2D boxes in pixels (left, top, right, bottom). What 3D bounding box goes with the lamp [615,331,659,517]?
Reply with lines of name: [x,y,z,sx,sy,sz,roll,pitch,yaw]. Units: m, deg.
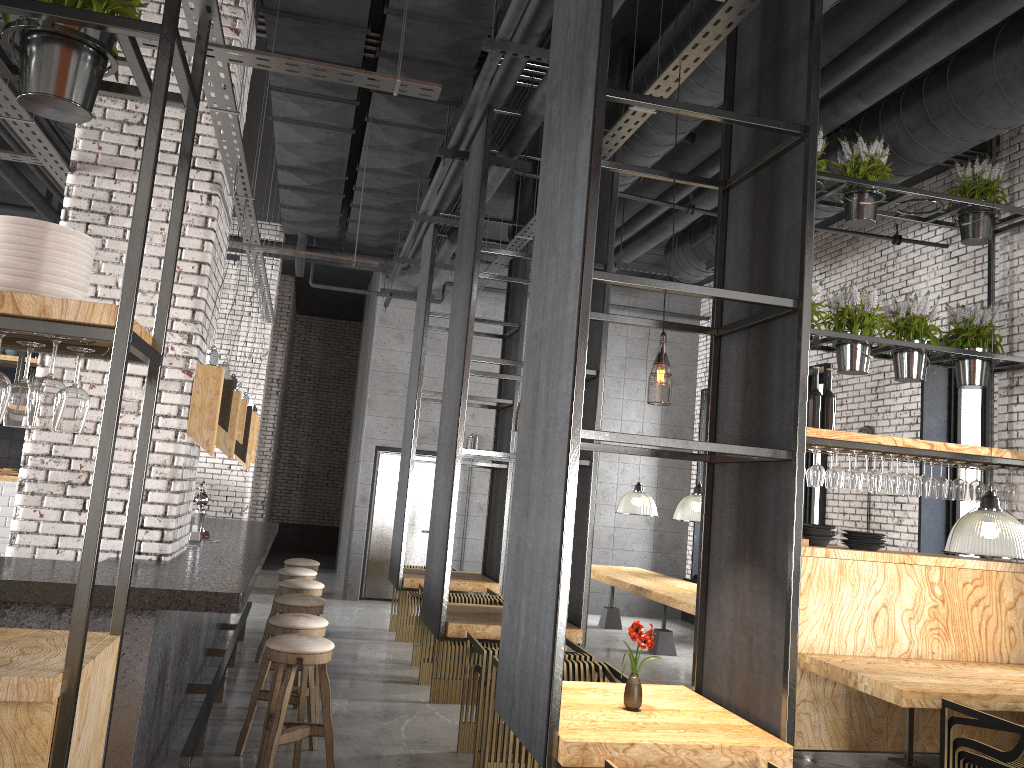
lamp: [1.649,0.428,11.124,0.536,2.413,0.535,0,-9,29]

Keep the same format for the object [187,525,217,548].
object: [-2.129,1.042,6.065,0.200,0.106,0.765,7,-7,-13]

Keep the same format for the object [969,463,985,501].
object: [3.331,0.704,6.354,0.101,0.268,0.100,2,-8,18]

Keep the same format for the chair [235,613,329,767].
chair: [-1.263,1.734,5.056,0.480,0.808,0.438,8,-9,-24]

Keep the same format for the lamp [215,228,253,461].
lamp: [-1.787,-0.281,5.774,0.127,1.551,0.127,7,-8,-12]

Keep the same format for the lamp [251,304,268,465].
lamp: [-2.380,-0.024,8.289,0.127,1.551,0.127,7,-8,-12]

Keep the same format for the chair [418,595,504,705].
chair: [-0.346,2.106,7.070,0.656,0.732,0.637,7,-8,-13]

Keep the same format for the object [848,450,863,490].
object: [2.381,0.596,6.143,0.101,0.268,0.100,1,-9,24]

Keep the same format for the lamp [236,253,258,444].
lamp: [-1.930,-0.280,6.412,0.127,1.424,0.127,7,-8,-12]

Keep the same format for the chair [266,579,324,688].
chair: [-1.612,1.924,6.847,0.438,0.808,0.480,8,-9,-24]

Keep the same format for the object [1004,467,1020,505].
object: [3.617,0.737,6.417,0.101,0.268,0.100,2,-8,18]

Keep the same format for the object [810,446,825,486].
object: [2.095,0.563,6.080,0.101,0.268,0.100,1,-9,24]

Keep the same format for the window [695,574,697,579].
window: [2.984,1.427,12.523,0.365,2.706,0.747,7,-8,-13]

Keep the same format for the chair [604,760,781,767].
chair: [0.683,1.671,2.799,0.656,0.732,0.637,7,-8,-14]

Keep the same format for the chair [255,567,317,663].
chair: [-1.953,1.998,7.686,0.438,0.808,0.479,7,-8,-14]

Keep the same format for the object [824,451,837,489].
object: [2.316,0.624,6.420,0.101,0.268,0.100,1,-9,24]

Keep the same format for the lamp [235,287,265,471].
lamp: [-2.235,-0.059,7.656,0.127,1.611,0.127,7,-8,-12]

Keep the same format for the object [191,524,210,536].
object: [-2.402,1.121,6.844,0.091,0.091,0.177,11,-9,-37]

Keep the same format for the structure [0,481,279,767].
structure: [-3.942,1.298,6.134,4.308,1.538,5.863,7,-7,-13]

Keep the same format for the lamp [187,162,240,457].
lamp: [-1.490,-0.410,4.517,0.127,1.551,0.127,7,-8,-12]

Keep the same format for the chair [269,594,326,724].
chair: [-1.432,1.827,5.926,0.439,0.808,0.479,-1,-10,36]

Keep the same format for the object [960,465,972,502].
object: [3.409,0.749,6.662,0.101,0.268,0.100,2,-8,18]

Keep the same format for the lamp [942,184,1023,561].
lamp: [3.054,-0.124,5.646,0.537,2.413,0.535,1,-9,23]

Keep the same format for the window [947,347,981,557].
window: [4.083,0.950,7.868,0.365,2.706,0.747,7,-8,-13]

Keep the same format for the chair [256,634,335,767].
chair: [-1.119,1.675,4.470,0.479,0.808,0.438,11,-10,-38]

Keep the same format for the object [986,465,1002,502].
object: [3.474,0.720,6.385,0.101,0.268,0.100,2,-8,18]

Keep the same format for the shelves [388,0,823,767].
shelves: [0.098,-0.414,6.502,1.002,4.379,6.134,7,-8,-13]

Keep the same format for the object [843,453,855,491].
object: [2.459,0.640,6.452,0.101,0.268,0.100,1,-9,24]

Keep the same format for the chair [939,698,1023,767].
chair: [2.645,2.044,4.452,0.656,0.732,0.637,7,-8,-12]

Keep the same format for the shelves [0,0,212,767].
shelves: [-2.859,-0.857,2.425,3.657,5.033,0.688,7,-8,-12]

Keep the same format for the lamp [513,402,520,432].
lamp: [0.129,-0.447,6.485,0.108,1.603,0.108,-1,-10,34]

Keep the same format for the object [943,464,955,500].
object: [3.266,0.732,6.630,0.101,0.268,0.100,2,-8,18]

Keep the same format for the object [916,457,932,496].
object: [2.911,0.656,6.261,0.101,0.268,0.100,1,-9,24]

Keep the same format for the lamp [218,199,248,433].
lamp: [-1.632,-0.421,5.156,0.127,1.399,0.127,7,-8,-12]

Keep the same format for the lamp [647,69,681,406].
lamp: [0.714,-0.702,4.005,0.108,1.603,0.108,12,-11,-40]

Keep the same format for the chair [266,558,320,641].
chair: [-2.024,2.101,8.578,0.438,0.808,0.480,12,-11,-43]

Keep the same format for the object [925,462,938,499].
object: [3.123,0.716,6.599,0.101,0.268,0.100,2,-8,18]

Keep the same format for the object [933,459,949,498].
object: [3.045,0.671,6.290,0.101,0.268,0.100,1,-9,24]

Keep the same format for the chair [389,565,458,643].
chair: [-0.925,2.358,9.524,0.656,0.732,0.637,7,-8,-13]

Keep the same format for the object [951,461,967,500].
object: [3.188,0.688,6.322,0.101,0.268,0.100,2,-8,18]

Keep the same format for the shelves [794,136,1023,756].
shelves: [2.691,0.119,6.453,2.331,5.033,0.688,7,-8,-12]

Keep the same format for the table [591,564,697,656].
table: [1.659,2.603,9.837,1.000,0.765,4.126,7,-7,-13]

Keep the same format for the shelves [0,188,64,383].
shelves: [-6.925,-1.234,11.081,5.674,3.075,0.596,7,-8,-12]

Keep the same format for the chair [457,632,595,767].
chair: [0.065,1.923,5.287,0.656,0.732,0.637,6,-8,-11]

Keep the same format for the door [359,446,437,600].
door: [-1.479,1.956,12.314,1.119,2.109,0.158,7,-8,-12]

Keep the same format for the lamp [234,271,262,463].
lamp: [-2.084,-0.153,7.032,0.127,1.551,0.127,7,-8,-12]

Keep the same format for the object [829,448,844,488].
object: [2.238,0.579,6.112,0.101,0.268,0.100,1,-9,24]

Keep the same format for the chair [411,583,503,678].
chair: [-0.496,2.182,7.794,0.656,0.732,0.637,7,-8,-12]

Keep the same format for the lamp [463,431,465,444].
lamp: [-0.468,-0.189,9.013,0.108,1.603,0.108,2,-9,19]

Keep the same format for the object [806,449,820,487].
object: [2.173,0.608,6.388,0.101,0.268,0.100,1,-9,24]

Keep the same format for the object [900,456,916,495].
object: [2.787,0.642,6.233,0.101,0.268,0.100,1,-9,24]

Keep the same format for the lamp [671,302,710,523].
lamp: [2.043,0.257,9.457,0.537,2.413,0.535,1,-9,23]

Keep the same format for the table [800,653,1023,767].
table: [2.946,2.163,5.345,2.115,0.765,0.998,7,-8,-12]

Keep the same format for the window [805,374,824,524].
window: [3.535,1.188,10.188,0.365,2.706,0.747,7,-8,-13]

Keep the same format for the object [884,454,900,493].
object: [2.659,0.627,6.205,0.101,0.268,0.100,1,-9,24]

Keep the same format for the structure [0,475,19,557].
structure: [-7.116,1.674,10.605,5.797,1.349,1.507,7,-8,-12]

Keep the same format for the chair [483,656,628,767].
chair: [0.241,1.846,4.540,0.656,0.732,0.637,6,-8,-10]

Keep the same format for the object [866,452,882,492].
object: [2.524,0.612,6.175,0.101,0.268,0.100,1,-9,24]
